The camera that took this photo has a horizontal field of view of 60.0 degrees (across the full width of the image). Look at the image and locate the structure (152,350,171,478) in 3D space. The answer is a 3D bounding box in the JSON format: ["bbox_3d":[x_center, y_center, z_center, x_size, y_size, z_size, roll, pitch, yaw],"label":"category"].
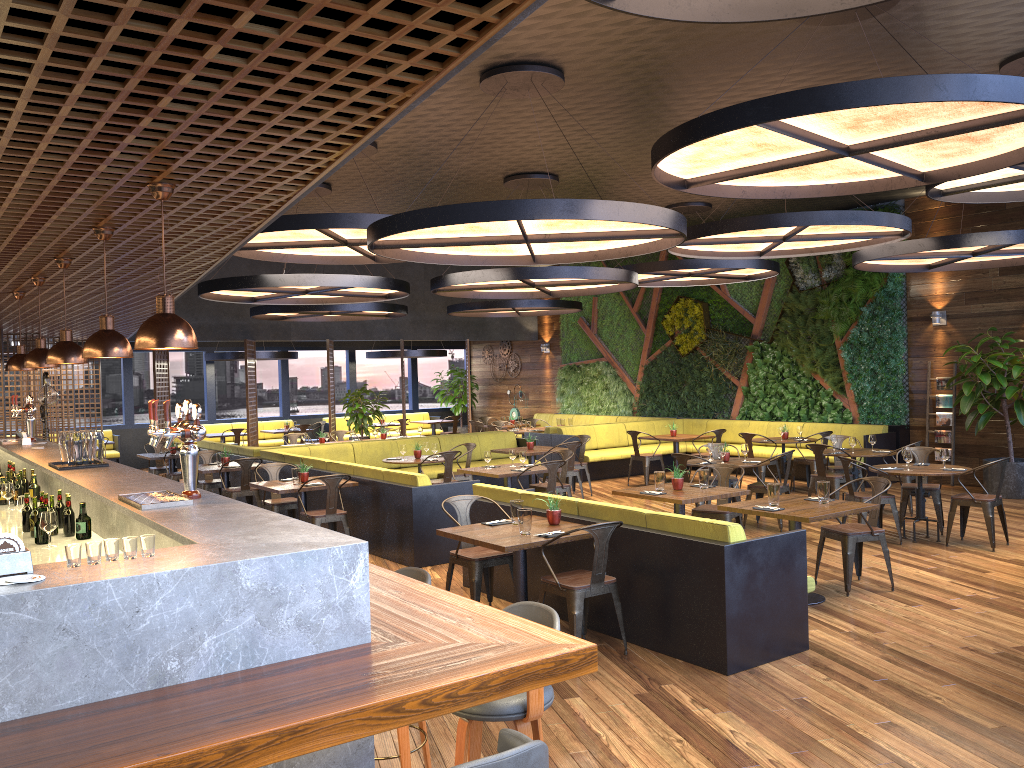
[{"bbox_3d":[-6.560,0.525,16.660,0.050,2.700,0.852,-2,1,-5],"label":"structure"}]

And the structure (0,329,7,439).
[{"bbox_3d":[-7.678,0.609,12.234,1.319,2.700,0.050,-2,1,-5],"label":"structure"}]

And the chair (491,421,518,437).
[{"bbox_3d":[-0.125,1.218,18.096,0.504,0.917,0.541,-2,1,-35],"label":"chair"}]

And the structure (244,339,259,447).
[{"bbox_3d":[-5.170,0.474,17.638,0.050,2.700,0.852,-2,1,-5],"label":"structure"}]

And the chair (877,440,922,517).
[{"bbox_3d":[4.868,1.163,11.143,0.541,0.917,0.504,-1,1,37],"label":"chair"}]

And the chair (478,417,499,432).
[{"bbox_3d":[-0.470,1.205,20.020,0.504,0.917,0.541,-2,1,-35],"label":"chair"}]

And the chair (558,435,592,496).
[{"bbox_3d":[0.922,1.245,13.468,0.541,0.917,0.504,-2,1,-35],"label":"chair"}]

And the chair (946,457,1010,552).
[{"bbox_3d":[4.763,1.191,9.017,0.504,0.917,0.541,-2,1,-44],"label":"chair"}]

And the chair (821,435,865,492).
[{"bbox_3d":[4.459,1.164,11.957,0.504,0.917,0.541,-2,1,4],"label":"chair"}]

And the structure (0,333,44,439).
[{"bbox_3d":[-7.786,0.598,13.432,1.319,2.700,0.050,-2,1,-5],"label":"structure"}]

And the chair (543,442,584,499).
[{"bbox_3d":[0.725,1.261,12.537,0.504,0.917,0.541,-2,1,-35],"label":"chair"}]

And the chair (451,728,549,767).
[{"bbox_3d":[-0.140,1.345,2.141,0.483,1.048,0.438,-2,1,-6],"label":"chair"}]

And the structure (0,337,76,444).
[{"bbox_3d":[-7.894,0.586,14.631,1.319,2.700,0.050,-2,1,-5],"label":"structure"}]

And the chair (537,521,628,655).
[{"bbox_3d":[0.467,1.348,5.919,0.504,0.917,0.541,-2,1,-35],"label":"chair"}]

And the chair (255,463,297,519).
[{"bbox_3d":[-2.651,1.383,10.195,0.504,0.917,0.541,-2,1,-35],"label":"chair"}]

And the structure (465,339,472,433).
[{"bbox_3d":[-1.001,0.323,20.571,0.050,2.700,0.852,-2,1,-5],"label":"structure"}]

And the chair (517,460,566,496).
[{"bbox_3d":[0.336,1.303,9.983,0.504,0.917,0.541,-2,1,-35],"label":"chair"}]

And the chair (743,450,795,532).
[{"bbox_3d":[3.036,1.223,10.377,0.541,0.917,0.504,-1,1,37],"label":"chair"}]

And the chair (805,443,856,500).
[{"bbox_3d":[3.988,1.187,11.126,0.541,0.917,0.504,-2,1,-35],"label":"chair"}]

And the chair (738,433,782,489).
[{"bbox_3d":[3.691,1.170,13.274,0.541,0.917,0.504,-2,1,-35],"label":"chair"}]

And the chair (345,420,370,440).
[{"bbox_3d":[-3.626,1.282,20.878,0.541,0.917,0.504,-2,1,-35],"label":"chair"}]

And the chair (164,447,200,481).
[{"bbox_3d":[-5.051,1.409,13.594,0.504,0.917,0.541,-2,1,-35],"label":"chair"}]

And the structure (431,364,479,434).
[{"bbox_3d":[-1.419,0.555,23.786,1.493,2.184,1.272,-2,1,-35],"label":"structure"}]

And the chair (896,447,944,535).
[{"bbox_3d":[4.591,1.185,9.957,0.504,0.917,0.541,-1,1,27],"label":"chair"}]

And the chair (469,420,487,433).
[{"bbox_3d":[-0.635,1.222,18.990,0.541,0.917,0.504,-2,1,-35],"label":"chair"}]

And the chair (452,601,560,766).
[{"bbox_3d":[-0.052,1.331,3.124,0.483,1.048,0.438,-1,1,26],"label":"chair"}]

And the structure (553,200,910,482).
[{"bbox_3d":[3.683,-0.721,17.770,0.918,4.593,9.182,-2,1,-36],"label":"structure"}]

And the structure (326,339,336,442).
[{"bbox_3d":[-3.781,0.424,18.615,0.050,2.700,0.852,-2,1,-5],"label":"structure"}]

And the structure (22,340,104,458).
[{"bbox_3d":[-8.001,0.575,15.830,1.319,2.700,0.050,-2,1,-5],"label":"structure"}]

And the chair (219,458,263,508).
[{"bbox_3d":[-3.475,1.392,11.392,0.504,0.917,0.541,-2,1,-35],"label":"chair"}]

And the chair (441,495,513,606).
[{"bbox_3d":[-0.260,1.355,6.952,0.504,0.917,0.541,-2,1,-35],"label":"chair"}]

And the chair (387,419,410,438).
[{"bbox_3d":[-2.640,1.258,20.658,0.504,0.917,0.541,-2,1,-35],"label":"chair"}]

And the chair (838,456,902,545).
[{"bbox_3d":[3.756,1.215,9.395,0.541,0.917,0.504,-2,1,-5],"label":"chair"}]

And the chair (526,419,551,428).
[{"bbox_3d":[0.585,1.193,18.596,0.504,0.917,0.541,-2,1,-35],"label":"chair"}]

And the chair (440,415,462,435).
[{"bbox_3d":[-1.471,1.215,21.480,0.504,0.917,0.541,-2,1,-35],"label":"chair"}]

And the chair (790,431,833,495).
[{"bbox_3d":[4.489,1.149,13.199,0.504,0.917,0.541,-2,1,-35],"label":"chair"}]

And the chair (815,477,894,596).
[{"bbox_3d":[2.909,1.261,7.495,0.541,0.917,0.504,-2,1,-16],"label":"chair"}]

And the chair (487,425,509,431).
[{"bbox_3d":[-0.189,1.232,17.125,0.541,0.917,0.504,-2,1,-35],"label":"chair"}]

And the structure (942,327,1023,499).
[{"bbox_3d":[6.755,0.376,12.393,1.406,2.359,1.650,-2,1,-26],"label":"structure"}]

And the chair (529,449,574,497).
[{"bbox_3d":[0.497,1.287,10.951,0.541,0.917,0.504,-2,1,-35],"label":"chair"}]

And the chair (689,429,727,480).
[{"bbox_3d":[3.168,1.173,14.256,0.504,0.917,0.541,-2,1,-35],"label":"chair"}]

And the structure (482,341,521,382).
[{"bbox_3d":[-0.316,-0.633,23.540,0.058,1.178,1.791,-2,1,-35],"label":"structure"}]

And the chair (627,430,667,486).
[{"bbox_3d":[2.161,1.199,14.433,0.541,0.917,0.504,-2,1,-35],"label":"chair"}]

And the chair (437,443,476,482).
[{"bbox_3d":[-0.771,1.303,12.485,0.541,0.917,0.504,-2,1,-35],"label":"chair"}]

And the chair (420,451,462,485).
[{"bbox_3d":[-0.928,1.318,11.616,0.504,0.917,0.541,-2,1,-35],"label":"chair"}]

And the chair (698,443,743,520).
[{"bbox_3d":[2.627,1.224,11.192,0.504,0.917,0.541,-2,1,4],"label":"chair"}]

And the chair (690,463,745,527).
[{"bbox_3d":[2.032,1.270,8.783,0.504,0.917,0.541,-1,1,32],"label":"chair"}]

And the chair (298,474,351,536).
[{"bbox_3d":[-1.935,1.375,9.177,0.504,0.917,0.541,-2,1,-35],"label":"chair"}]

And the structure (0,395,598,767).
[{"bbox_3d":[-3.538,0.573,5.586,2.700,2.700,9.298,-2,1,-35],"label":"structure"}]

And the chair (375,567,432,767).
[{"bbox_3d":[-0.562,1.337,3.772,0.483,1.048,0.438,-1,1,26],"label":"chair"}]

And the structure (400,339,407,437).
[{"bbox_3d":[-2.391,0.374,19.593,0.050,2.700,0.852,-2,1,-5],"label":"structure"}]

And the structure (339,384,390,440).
[{"bbox_3d":[-3.102,0.879,18.294,0.993,1.763,1.166,-1,1,25],"label":"structure"}]

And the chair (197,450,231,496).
[{"bbox_3d":[-4.192,1.399,12.412,0.504,0.917,0.541,-2,1,-35],"label":"chair"}]
